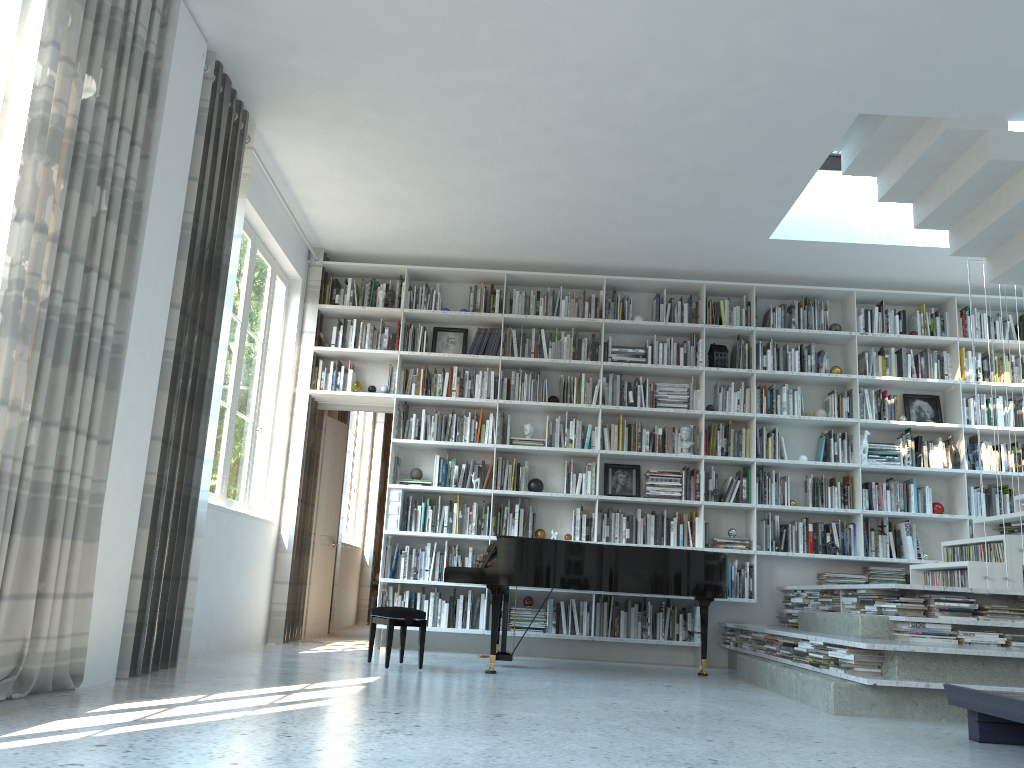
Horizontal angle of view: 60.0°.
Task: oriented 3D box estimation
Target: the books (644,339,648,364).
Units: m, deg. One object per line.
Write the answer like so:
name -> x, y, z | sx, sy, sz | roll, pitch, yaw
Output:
books -> 1.137, -0.240, 7.526 | 0.012, 0.253, 0.161 | 3, -13, 1

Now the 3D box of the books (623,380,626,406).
books -> 0.939, 0.110, 7.450 | 0.014, 0.249, 0.173 | 3, -13, 1

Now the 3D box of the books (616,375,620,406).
books -> 0.883, 0.087, 7.464 | 0.029, 0.294, 0.151 | 3, -13, 1

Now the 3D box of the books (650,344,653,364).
books -> 1.179, -0.217, 7.546 | 0.024, 0.223, 0.129 | 3, -13, 1

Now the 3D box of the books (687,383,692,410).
books -> 1.489, 0.135, 7.435 | 0.012, 0.253, 0.161 | 3, -13, 1

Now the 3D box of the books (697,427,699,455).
books -> 1.535, 0.498, 7.381 | 0.023, 0.264, 0.107 | 3, -13, 1

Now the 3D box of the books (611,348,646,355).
books -> 0.983, -0.264, 7.540 | 0.285, 0.024, 0.160 | 3, -13, 3

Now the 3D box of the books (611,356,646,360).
books -> 0.978, -0.199, 7.525 | 0.285, 0.012, 0.160 | 3, -13, -1

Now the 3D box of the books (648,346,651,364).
books -> 1.153, -0.207, 7.514 | 0.025, 0.187, 0.194 | 3, -13, 1

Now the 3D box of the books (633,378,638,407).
books -> 1.036, 0.099, 7.460 | 0.022, 0.284, 0.131 | 3, -13, 1

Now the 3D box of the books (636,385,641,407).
books -> 1.057, 0.133, 7.446 | 0.024, 0.216, 0.148 | 3, -13, 1

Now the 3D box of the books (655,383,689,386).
books -> 1.338, 0.022, 7.475 | 0.285, 0.012, 0.160 | 3, -13, 3

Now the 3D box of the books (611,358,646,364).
books -> 0.977, -0.188, 7.520 | 0.285, 0.012, 0.160 | 4, -13, -2

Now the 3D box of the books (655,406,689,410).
books -> 1.328, 0.213, 7.435 | 0.285, 0.012, 0.160 | 3, -13, 2

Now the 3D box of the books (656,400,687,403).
books -> 1.331, 0.165, 7.443 | 0.254, 0.012, 0.161 | 3, -13, 3

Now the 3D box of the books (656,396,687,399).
books -> 1.333, 0.130, 7.453 | 0.254, 0.012, 0.161 | 3, -13, 2

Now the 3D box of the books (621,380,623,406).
books -> 0.913, 0.108, 7.454 | 0.011, 0.251, 0.153 | 3, -13, 1

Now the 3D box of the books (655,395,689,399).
books -> 1.333, 0.117, 7.452 | 0.285, 0.012, 0.160 | 2, -13, 4

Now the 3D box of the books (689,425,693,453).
books -> 1.484, 0.487, 7.380 | 0.025, 0.278, 0.108 | 3, -13, 1

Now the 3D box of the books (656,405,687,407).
books -> 1.329, 0.201, 7.440 | 0.254, 0.012, 0.161 | 3, -13, 1

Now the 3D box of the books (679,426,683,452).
books -> 1.407, 0.491, 7.379 | 0.014, 0.262, 0.135 | 3, -13, 1

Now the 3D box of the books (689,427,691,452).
books -> 1.459, 0.493, 7.368 | 0.025, 0.259, 0.130 | 3, -13, 1

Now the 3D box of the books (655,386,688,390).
books -> 1.337, 0.046, 7.474 | 0.254, 0.012, 0.161 | 3, -13, 1

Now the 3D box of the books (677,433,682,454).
books -> 1.381, 0.517, 7.364 | 0.035, 0.201, 0.149 | 3, -13, 1

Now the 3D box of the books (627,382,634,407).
books -> 0.990, 0.118, 7.443 | 0.066, 0.236, 0.154 | 3, -13, 1

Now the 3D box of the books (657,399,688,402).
books -> 1.332, 0.153, 7.446 | 0.254, 0.012, 0.161 | 3, -13, -1

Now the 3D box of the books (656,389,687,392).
books -> 1.336, 0.069, 7.458 | 0.254, 0.012, 0.161 | 2, -13, 6

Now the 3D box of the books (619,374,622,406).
books -> 0.903, 0.084, 7.456 | 0.011, 0.299, 0.180 | 3, -13, 1

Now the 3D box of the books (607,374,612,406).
books -> 0.817, 0.080, 7.455 | 0.026, 0.296, 0.179 | 3, -13, 1

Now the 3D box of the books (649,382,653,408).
books -> 1.162, 0.123, 7.443 | 0.015, 0.244, 0.183 | 3, -13, 1

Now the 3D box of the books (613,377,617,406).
books -> 0.856, 0.096, 7.444 | 0.025, 0.265, 0.185 | 3, -13, 1

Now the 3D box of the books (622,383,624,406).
books -> 0.925, 0.118, 7.452 | 0.014, 0.232, 0.147 | 3, -13, 1

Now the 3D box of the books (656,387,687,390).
books -> 1.336, 0.057, 7.467 | 0.254, 0.012, 0.161 | 3, -13, 3

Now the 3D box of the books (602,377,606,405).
books -> 0.763, 0.092, 7.454 | 0.026, 0.266, 0.171 | 3, -13, 1

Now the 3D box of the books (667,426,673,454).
books -> 1.308, 0.484, 7.363 | 0.025, 0.258, 0.151 | 3, -13, 1

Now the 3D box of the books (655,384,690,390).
books -> 1.338, 0.032, 7.466 | 0.285, 0.012, 0.160 | 4, -13, -4

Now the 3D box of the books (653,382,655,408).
books -> 1.176, 0.120, 7.431 | 0.013, 0.246, 0.177 | 3, -13, 1

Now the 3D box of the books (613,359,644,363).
books -> 0.977, -0.176, 7.518 | 0.254, 0.012, 0.161 | 4, -13, -2

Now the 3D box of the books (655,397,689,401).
books -> 1.332, 0.142, 7.451 | 0.285, 0.012, 0.160 | 3, -13, 2

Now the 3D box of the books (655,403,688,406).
books -> 1.330, 0.189, 7.440 | 0.254, 0.012, 0.161 | 3, -13, 0

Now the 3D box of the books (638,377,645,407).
books -> 1.086, 0.098, 7.456 | 0.049, 0.290, 0.162 | 3, -13, 1

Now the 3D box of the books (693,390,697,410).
books -> 1.521, 0.167, 7.441 | 0.029, 0.198, 0.172 | 3, -13, 1

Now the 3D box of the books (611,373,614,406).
books -> 0.838, 0.078, 7.475 | 0.014, 0.312, 0.134 | 3, -13, 1

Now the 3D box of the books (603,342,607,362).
books -> 0.782, -0.234, 7.518 | 0.027, 0.201, 0.168 | 3, -13, 1

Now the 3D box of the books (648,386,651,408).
books -> 1.142, 0.138, 7.448 | 0.024, 0.215, 0.132 | 3, -13, 1

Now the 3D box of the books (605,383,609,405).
books -> 0.789, 0.116, 7.465 | 0.027, 0.228, 0.147 | 3, -13, 1

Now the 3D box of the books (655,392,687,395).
books -> 1.335, 0.094, 7.459 | 0.254, 0.012, 0.161 | 3, -13, 3

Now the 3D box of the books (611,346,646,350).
books -> 0.985, -0.286, 7.550 | 0.285, 0.024, 0.160 | 3, -13, 1

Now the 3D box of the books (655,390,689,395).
books -> 1.335, 0.083, 7.464 | 0.285, 0.012, 0.160 | 3, -13, 0

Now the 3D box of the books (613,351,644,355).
books -> 0.982, -0.241, 7.530 | 0.254, 0.025, 0.161 | 4, -13, -3

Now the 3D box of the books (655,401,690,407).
books -> 1.330, 0.176, 7.438 | 0.285, 0.012, 0.160 | 4, -13, -2

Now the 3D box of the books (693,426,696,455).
books -> 1.503, 0.491, 7.362 | 0.014, 0.265, 0.154 | 3, -13, 1

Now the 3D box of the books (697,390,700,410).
books -> 1.550, 0.167, 7.447 | 0.030, 0.204, 0.158 | 3, -13, 1

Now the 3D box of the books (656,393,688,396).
books -> 1.334, 0.105, 7.454 | 0.254, 0.012, 0.161 | 4, -13, -2

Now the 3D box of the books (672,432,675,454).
books -> 1.329, 0.514, 7.373 | 0.022, 0.206, 0.114 | 3, -13, 1

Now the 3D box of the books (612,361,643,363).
books -> 0.976, -0.165, 7.511 | 0.254, 0.012, 0.161 | 2, -13, 6

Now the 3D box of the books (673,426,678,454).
books -> 1.353, 0.488, 7.373 | 0.024, 0.258, 0.127 | 3, -13, 1

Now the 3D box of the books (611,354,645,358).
books -> 0.980, -0.218, 7.522 | 0.285, 0.024, 0.160 | 2, -13, 6

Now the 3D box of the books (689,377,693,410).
books -> 1.503, 0.108, 7.457 | 0.012, 0.318, 0.140 | 3, -13, 1

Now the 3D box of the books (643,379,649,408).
books -> 1.121, 0.108, 7.439 | 0.021, 0.268, 0.192 | 3, -13, 1
